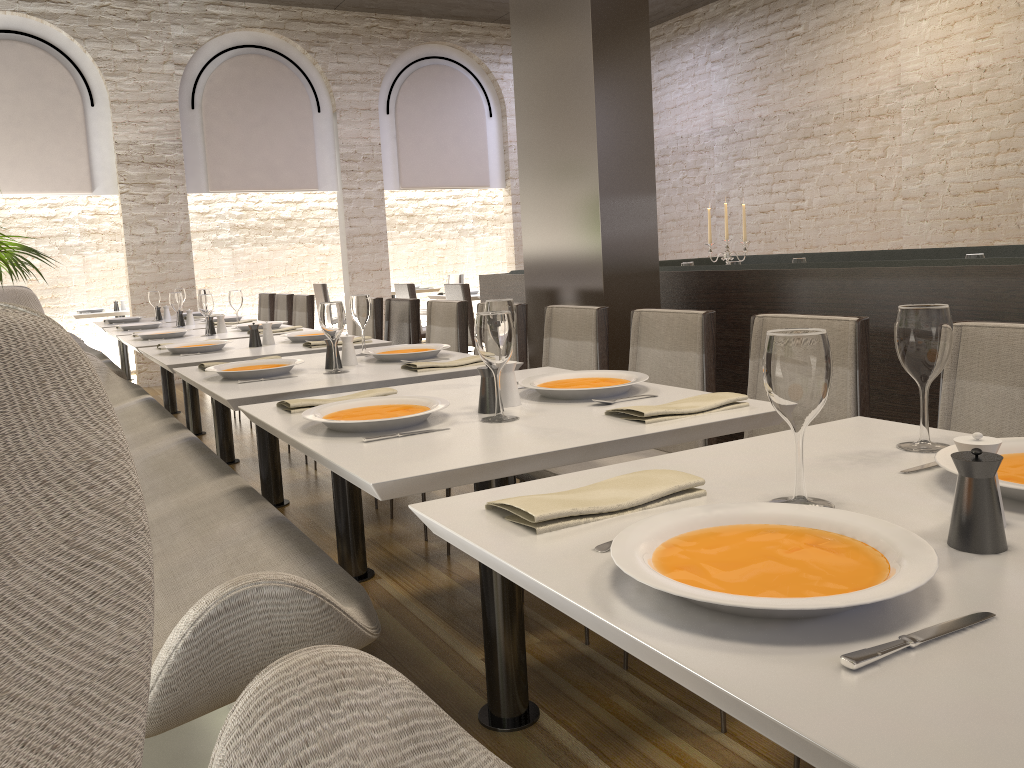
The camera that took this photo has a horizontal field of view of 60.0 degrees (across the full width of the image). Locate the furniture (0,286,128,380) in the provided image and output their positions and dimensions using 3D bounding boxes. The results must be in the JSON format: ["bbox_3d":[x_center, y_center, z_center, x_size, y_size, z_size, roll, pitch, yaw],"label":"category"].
[{"bbox_3d":[-3.228,-0.172,6.330,0.708,1.092,2.591,-7,9,-28],"label":"furniture"}]

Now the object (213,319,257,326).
[{"bbox_3d":[-1.838,-0.405,5.858,0.273,0.033,0.143,-8,9,-28],"label":"object"}]

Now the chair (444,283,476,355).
[{"bbox_3d":[-0.219,-0.399,7.370,0.567,0.902,0.413,-7,7,-28],"label":"chair"}]

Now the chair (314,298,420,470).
[{"bbox_3d":[-0.783,0.010,4.779,0.567,0.902,0.413,-7,7,-28],"label":"chair"}]

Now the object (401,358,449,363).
[{"bbox_3d":[-0.297,-0.084,3.042,0.182,0.015,0.038,-7,9,-27],"label":"object"}]

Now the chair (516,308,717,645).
[{"bbox_3d":[0.327,0.240,2.754,0.567,0.902,0.413,-7,7,-28],"label":"chair"}]

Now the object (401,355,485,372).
[{"bbox_3d":[-0.209,-0.067,2.889,0.273,0.033,0.143,-8,9,-28],"label":"object"}]

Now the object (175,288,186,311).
[{"bbox_3d":[-2.748,-0.676,7.354,0.086,0.230,0.086,-3,6,2],"label":"object"}]

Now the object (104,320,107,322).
[{"bbox_3d":[-3.176,-0.526,7.226,0.273,0.033,0.143,-8,9,-28],"label":"object"}]

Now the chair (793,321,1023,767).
[{"bbox_3d":[0.882,0.355,1.743,0.567,0.902,0.413,-7,7,-28],"label":"chair"}]

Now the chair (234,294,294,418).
[{"bbox_3d":[-1.997,-0.242,6.990,0.567,0.902,0.413,-7,7,-28],"label":"chair"}]

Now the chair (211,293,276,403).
[{"bbox_3d":[-2.274,-0.299,7.496,0.567,0.902,0.413,-7,7,-28],"label":"chair"}]

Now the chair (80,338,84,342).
[{"bbox_3d":[-4.784,-0.409,9.244,0.567,0.902,0.413,-7,7,-28],"label":"chair"}]

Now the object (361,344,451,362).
[{"bbox_3d":[-0.381,-0.110,3.204,0.322,0.036,0.323,3,11,39],"label":"object"}]

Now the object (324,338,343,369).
[{"bbox_3d":[-0.608,-0.108,3.003,0.059,0.109,0.059,-8,8,-36],"label":"object"}]

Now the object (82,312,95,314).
[{"bbox_3d":[-4.381,-0.745,9.236,0.185,0.010,0.017,-8,9,-28],"label":"object"}]

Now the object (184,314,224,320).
[{"bbox_3d":[-2.385,-0.518,6.856,0.273,0.033,0.143,-8,9,-28],"label":"object"}]

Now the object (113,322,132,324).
[{"bbox_3d":[-2.943,-0.468,6.756,0.185,0.010,0.017,-8,9,-28],"label":"object"}]

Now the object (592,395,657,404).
[{"bbox_3d":[0.261,0.032,2.025,0.182,0.015,0.038,-7,9,-27],"label":"object"}]

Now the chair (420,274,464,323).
[{"bbox_3d":[-0.908,-0.935,11.339,0.567,0.902,0.413,-7,7,-28],"label":"chair"}]

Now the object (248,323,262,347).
[{"bbox_3d":[-1.170,-0.224,4.028,0.059,0.109,0.059,-8,8,-36],"label":"object"}]

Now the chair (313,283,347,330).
[{"bbox_3d":[-2.056,-0.779,10.718,0.567,0.902,0.413,-7,7,-28],"label":"chair"}]

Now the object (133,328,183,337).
[{"bbox_3d":[-2.099,-0.303,5.263,0.273,0.033,0.143,-8,9,-28],"label":"object"}]

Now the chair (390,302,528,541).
[{"bbox_3d":[-0.227,0.125,3.765,0.567,0.902,0.413,-7,7,-28],"label":"chair"}]

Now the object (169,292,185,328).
[{"bbox_3d":[-2.212,-0.489,5.850,0.086,0.230,0.086,-3,6,2],"label":"object"}]

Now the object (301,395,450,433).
[{"bbox_3d":[-0.295,0.069,1.935,0.322,0.036,0.323,5,11,44],"label":"object"}]

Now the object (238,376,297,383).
[{"bbox_3d":[-0.767,-0.017,2.789,0.185,0.010,0.017,-8,9,-28],"label":"object"}]

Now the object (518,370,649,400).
[{"bbox_3d":[0.177,0.005,2.188,0.322,0.036,0.323,5,11,44],"label":"object"}]

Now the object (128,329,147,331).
[{"bbox_3d":[-2.396,-0.355,5.758,0.185,0.010,0.017,-8,9,-28],"label":"object"}]

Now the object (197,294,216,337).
[{"bbox_3d":[-1.685,-0.380,4.890,0.086,0.230,0.086,-3,6,2],"label":"object"}]

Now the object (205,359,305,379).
[{"bbox_3d":[-0.852,-0.046,2.951,0.322,0.036,0.323,3,11,39],"label":"object"}]

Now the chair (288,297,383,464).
[{"bbox_3d":[-1.051,-0.046,5.267,0.567,0.902,0.413,-7,7,-28],"label":"chair"}]

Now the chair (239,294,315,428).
[{"bbox_3d":[-1.728,-0.186,6.500,0.567,0.902,0.413,-7,7,-28],"label":"chair"}]

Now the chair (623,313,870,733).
[{"bbox_3d":[0.597,0.295,2.263,0.567,0.902,0.413,-7,7,-28],"label":"chair"}]

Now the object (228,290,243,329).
[{"bbox_3d":[-1.680,-0.455,5.408,0.086,0.230,0.086,-3,6,2],"label":"object"}]

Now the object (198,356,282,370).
[{"bbox_3d":[-1.000,-0.076,3.259,0.273,0.033,0.143,-8,9,-28],"label":"object"}]

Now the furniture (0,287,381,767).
[{"bbox_3d":[-1.464,0.194,3.113,0.710,1.092,4.488,-7,9,-28],"label":"furniture"}]

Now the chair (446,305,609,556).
[{"bbox_3d":[0.057,0.184,3.247,0.567,0.902,0.413,-7,7,-28],"label":"chair"}]

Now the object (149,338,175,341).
[{"bbox_3d":[-1.866,-0.245,4.793,0.185,0.010,0.017,-8,9,-28],"label":"object"}]

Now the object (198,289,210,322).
[{"bbox_3d":[-2.207,-0.564,6.368,0.086,0.230,0.086,-3,6,2],"label":"object"}]

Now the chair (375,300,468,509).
[{"bbox_3d":[-0.500,0.068,4.263,0.567,0.902,0.413,-7,7,-28],"label":"chair"}]

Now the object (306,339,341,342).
[{"bbox_3d":[-0.859,-0.200,4.067,0.182,0.015,0.038,-7,9,-27],"label":"object"}]

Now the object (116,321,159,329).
[{"bbox_3d":[-2.629,-0.413,6.228,0.273,0.033,0.143,-8,9,-28],"label":"object"}]

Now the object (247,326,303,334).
[{"bbox_3d":[-1.308,-0.295,4.892,0.273,0.033,0.143,-8,9,-28],"label":"object"}]

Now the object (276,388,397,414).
[{"bbox_3d":[-0.443,0.040,2.243,0.273,0.033,0.143,-8,9,-28],"label":"object"}]

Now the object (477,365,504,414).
[{"bbox_3d":[-0.050,0.008,1.987,0.059,0.109,0.059,-8,8,-36],"label":"object"}]

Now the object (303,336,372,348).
[{"bbox_3d":[-0.771,-0.184,3.914,0.273,0.033,0.143,-8,9,-28],"label":"object"}]

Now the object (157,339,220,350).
[{"bbox_3d":[-1.562,-0.192,4.284,0.273,0.033,0.143,-8,9,-28],"label":"object"}]

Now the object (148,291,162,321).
[{"bbox_3d":[-2.753,-0.601,6.837,0.086,0.230,0.086,-3,6,2],"label":"object"}]

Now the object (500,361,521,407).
[{"bbox_3d":[-0.011,-0.005,2.060,0.059,0.109,0.059,-8,8,-36],"label":"object"}]

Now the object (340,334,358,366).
[{"bbox_3d":[-0.569,-0.120,3.077,0.059,0.109,0.059,-8,8,-36],"label":"object"}]

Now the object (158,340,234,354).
[{"bbox_3d":[-1.414,-0.163,3.976,0.322,0.036,0.323,3,11,39],"label":"object"}]

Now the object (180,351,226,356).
[{"bbox_3d":[-1.330,-0.134,3.814,0.185,0.010,0.017,-8,9,-28],"label":"object"}]

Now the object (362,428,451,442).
[{"bbox_3d":[-0.210,0.098,1.773,0.185,0.010,0.017,-8,9,-28],"label":"object"}]

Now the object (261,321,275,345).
[{"bbox_3d":[-1.131,-0.237,4.101,0.059,0.109,0.059,-8,8,-36],"label":"object"}]

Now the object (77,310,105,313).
[{"bbox_3d":[-4.614,-0.804,9.706,0.273,0.033,0.143,-8,9,-28],"label":"object"}]

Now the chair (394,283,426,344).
[{"bbox_3d":[-0.764,-0.512,8.363,0.567,0.902,0.413,-7,7,-28],"label":"chair"}]

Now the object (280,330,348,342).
[{"bbox_3d":[-0.943,-0.227,4.228,0.322,0.036,0.323,3,11,39],"label":"object"}]
